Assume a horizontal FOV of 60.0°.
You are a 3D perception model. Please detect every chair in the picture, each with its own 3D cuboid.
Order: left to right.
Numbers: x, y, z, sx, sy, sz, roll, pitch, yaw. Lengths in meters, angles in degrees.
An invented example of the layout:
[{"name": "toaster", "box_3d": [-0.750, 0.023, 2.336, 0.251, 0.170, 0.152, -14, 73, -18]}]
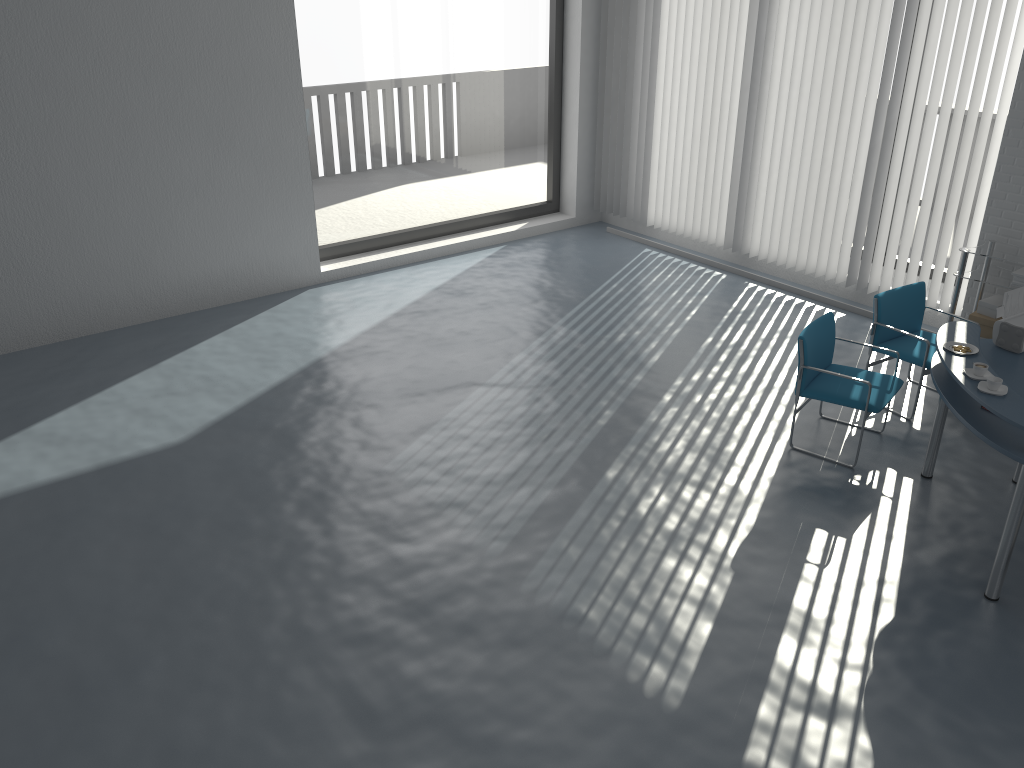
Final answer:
[{"name": "chair", "box_3d": [1.956, 0.023, 5.211, 0.543, 0.707, 0.542, 18, 31, 33]}, {"name": "chair", "box_3d": [2.627, -0.220, 5.710, 0.542, 0.707, 0.543, -16, 30, -29]}]

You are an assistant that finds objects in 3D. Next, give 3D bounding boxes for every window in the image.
[{"name": "window", "box_3d": [-0.716, -2.783, 8.336, 2.824, 2.691, 0.008, -18, 31, -33]}, {"name": "window", "box_3d": [2.774, -2.495, 7.521, 0.008, 2.562, 3.635, -18, 31, -33]}]

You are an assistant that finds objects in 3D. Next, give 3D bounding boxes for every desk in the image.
[{"name": "desk", "box_3d": [2.776, 0.302, 4.410, 1.402, 0.900, 2.282, 13, 29, 25]}]

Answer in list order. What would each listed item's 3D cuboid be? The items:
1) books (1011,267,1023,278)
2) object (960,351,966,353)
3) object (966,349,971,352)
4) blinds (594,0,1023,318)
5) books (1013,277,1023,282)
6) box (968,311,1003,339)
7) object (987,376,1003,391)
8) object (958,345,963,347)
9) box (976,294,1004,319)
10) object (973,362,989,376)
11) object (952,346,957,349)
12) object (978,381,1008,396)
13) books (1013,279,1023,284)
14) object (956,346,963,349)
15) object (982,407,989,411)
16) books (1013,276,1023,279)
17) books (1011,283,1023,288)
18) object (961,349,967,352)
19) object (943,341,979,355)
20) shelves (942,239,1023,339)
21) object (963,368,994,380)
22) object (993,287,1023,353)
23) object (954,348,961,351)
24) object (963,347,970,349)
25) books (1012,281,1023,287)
[{"name": "books", "box_3d": [3.447, -0.732, 5.843, 0.270, 0.015, 0.190, -20, 32, -36]}, {"name": "object", "box_3d": [2.196, -0.157, 4.314, 0.027, 0.005, 0.025, 21, 33, 37]}, {"name": "object", "box_3d": [2.228, -0.162, 4.326, 0.025, 0.005, 0.027, 9, 27, 18]}, {"name": "blinds", "box_3d": [2.150, -2.528, 7.519, 0.158, 2.955, 4.001, -18, 31, -33]}, {"name": "books", "box_3d": [3.464, -0.700, 5.847, 0.270, 0.015, 0.190, -19, 32, -34]}, {"name": "box", "box_3d": [3.323, -0.433, 6.127, 0.347, 0.133, 0.207, -22, 33, -37]}, {"name": "object", "box_3d": [2.144, 0.000, 3.935, 0.078, 0.049, 0.062, -7, 27, -14]}, {"name": "object", "box_3d": [2.211, -0.184, 4.370, 0.025, 0.005, 0.027, 2, 26, 4]}, {"name": "box", "box_3d": [3.323, -0.533, 6.078, 0.234, 0.090, 0.139, -16, 30, -29]}, {"name": "object", "box_3d": [2.151, -0.067, 4.072, 0.062, 0.049, 0.078, 22, 34, 38]}, {"name": "object", "box_3d": [2.181, -0.180, 4.362, 0.025, 0.005, 0.027, 0, 26, 0]}, {"name": "object", "box_3d": [2.137, 0.023, 3.943, 0.119, 0.016, 0.119, 15, 30, 28]}, {"name": "books", "box_3d": [3.469, -0.688, 5.856, 0.270, 0.015, 0.190, -18, 31, -33]}, {"name": "object", "box_3d": [2.196, -0.180, 4.353, 0.027, 0.005, 0.025, -16, 30, -29]}, {"name": "object", "box_3d": [2.222, 0.145, 4.018, 0.011, 0.010, 0.200, -13, 29, -25]}, {"name": "books", "box_3d": [3.469, -0.716, 5.845, 0.270, 0.015, 0.190, -18, 31, -32]}, {"name": "books", "box_3d": [3.461, -0.663, 5.873, 0.270, 0.015, 0.190, -19, 32, -34]}, {"name": "object", "box_3d": [2.205, -0.166, 4.322, 0.025, 0.005, 0.027, 23, 34, 39]}, {"name": "object", "box_3d": [2.199, -0.173, 4.345, 0.162, 0.011, 0.162, 2, 26, 5]}, {"name": "shelves", "box_3d": [3.452, -0.433, 5.982, 0.441, 0.848, 0.896, -18, 31, -32]}, {"name": "object", "box_3d": [2.146, -0.042, 4.077, 0.119, 0.016, 0.119, 0, 26, 0]}, {"name": "object", "box_3d": [2.757, -0.352, 4.737, 0.392, 0.273, 0.197, -15, 30, -29]}, {"name": "object", "box_3d": [2.176, -0.170, 4.332, 0.027, 0.005, 0.025, 15, 30, 29]}, {"name": "object", "box_3d": [2.226, -0.176, 4.343, 0.027, 0.005, 0.025, 4, 26, 8]}, {"name": "books", "box_3d": [3.461, -0.677, 5.866, 0.270, 0.015, 0.190, -21, 33, -36]}]
